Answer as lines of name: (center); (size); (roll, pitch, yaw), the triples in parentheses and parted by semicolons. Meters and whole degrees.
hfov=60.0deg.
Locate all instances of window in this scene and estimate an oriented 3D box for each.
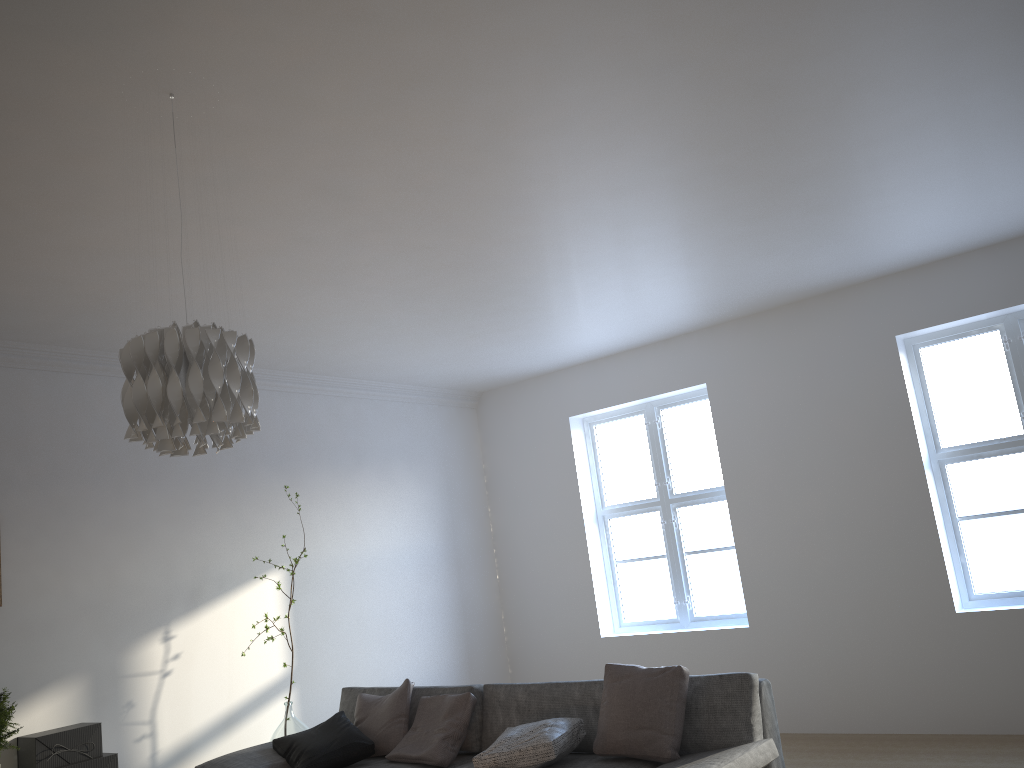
window: (3.133, 0.410, 5.252); (1.203, 1.705, 0.077); (-16, -13, 36)
window: (1.177, 0.977, 6.727); (1.203, 1.705, 0.077); (-16, -13, 36)

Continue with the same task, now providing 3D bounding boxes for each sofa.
sofa: (-0.283, 1.823, 3.932); (2.637, 0.770, 1.556); (-16, -14, 36)

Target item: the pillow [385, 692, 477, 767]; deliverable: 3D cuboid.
pillow: (-0.408, 1.742, 4.485); (0.415, 0.310, 0.337); (-18, -15, 41)

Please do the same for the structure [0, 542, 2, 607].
structure: (-2.667, 0.800, 4.256); (0.053, 0.573, 0.399); (-15, -13, 33)

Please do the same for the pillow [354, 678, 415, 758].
pillow: (-0.687, 1.807, 4.768); (0.430, 0.401, 0.324); (-13, -12, 24)

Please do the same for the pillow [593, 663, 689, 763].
pillow: (0.557, 1.412, 3.831); (0.427, 0.389, 0.242); (-16, -14, 36)

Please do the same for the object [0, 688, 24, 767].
object: (-2.424, 1.635, 3.984); (0.369, 0.525, 0.438); (-16, -14, 36)

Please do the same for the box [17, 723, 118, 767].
box: (-2.166, 1.844, 4.306); (0.299, 0.315, 0.420); (-16, -14, 36)

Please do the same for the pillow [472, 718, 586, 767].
pillow: (0.082, 1.606, 3.924); (0.405, 0.194, 0.406); (-13, -12, 23)

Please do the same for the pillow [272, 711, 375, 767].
pillow: (-0.966, 1.846, 4.534); (0.421, 0.247, 0.403); (0, -13, -32)

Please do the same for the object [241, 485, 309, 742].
object: (-1.342, 1.391, 5.115); (0.340, 1.669, 0.778); (-7, -11, -4)

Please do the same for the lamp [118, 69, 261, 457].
lamp: (-0.927, -0.335, 2.499); (0.354, 1.062, 0.356); (-6, -11, -11)
